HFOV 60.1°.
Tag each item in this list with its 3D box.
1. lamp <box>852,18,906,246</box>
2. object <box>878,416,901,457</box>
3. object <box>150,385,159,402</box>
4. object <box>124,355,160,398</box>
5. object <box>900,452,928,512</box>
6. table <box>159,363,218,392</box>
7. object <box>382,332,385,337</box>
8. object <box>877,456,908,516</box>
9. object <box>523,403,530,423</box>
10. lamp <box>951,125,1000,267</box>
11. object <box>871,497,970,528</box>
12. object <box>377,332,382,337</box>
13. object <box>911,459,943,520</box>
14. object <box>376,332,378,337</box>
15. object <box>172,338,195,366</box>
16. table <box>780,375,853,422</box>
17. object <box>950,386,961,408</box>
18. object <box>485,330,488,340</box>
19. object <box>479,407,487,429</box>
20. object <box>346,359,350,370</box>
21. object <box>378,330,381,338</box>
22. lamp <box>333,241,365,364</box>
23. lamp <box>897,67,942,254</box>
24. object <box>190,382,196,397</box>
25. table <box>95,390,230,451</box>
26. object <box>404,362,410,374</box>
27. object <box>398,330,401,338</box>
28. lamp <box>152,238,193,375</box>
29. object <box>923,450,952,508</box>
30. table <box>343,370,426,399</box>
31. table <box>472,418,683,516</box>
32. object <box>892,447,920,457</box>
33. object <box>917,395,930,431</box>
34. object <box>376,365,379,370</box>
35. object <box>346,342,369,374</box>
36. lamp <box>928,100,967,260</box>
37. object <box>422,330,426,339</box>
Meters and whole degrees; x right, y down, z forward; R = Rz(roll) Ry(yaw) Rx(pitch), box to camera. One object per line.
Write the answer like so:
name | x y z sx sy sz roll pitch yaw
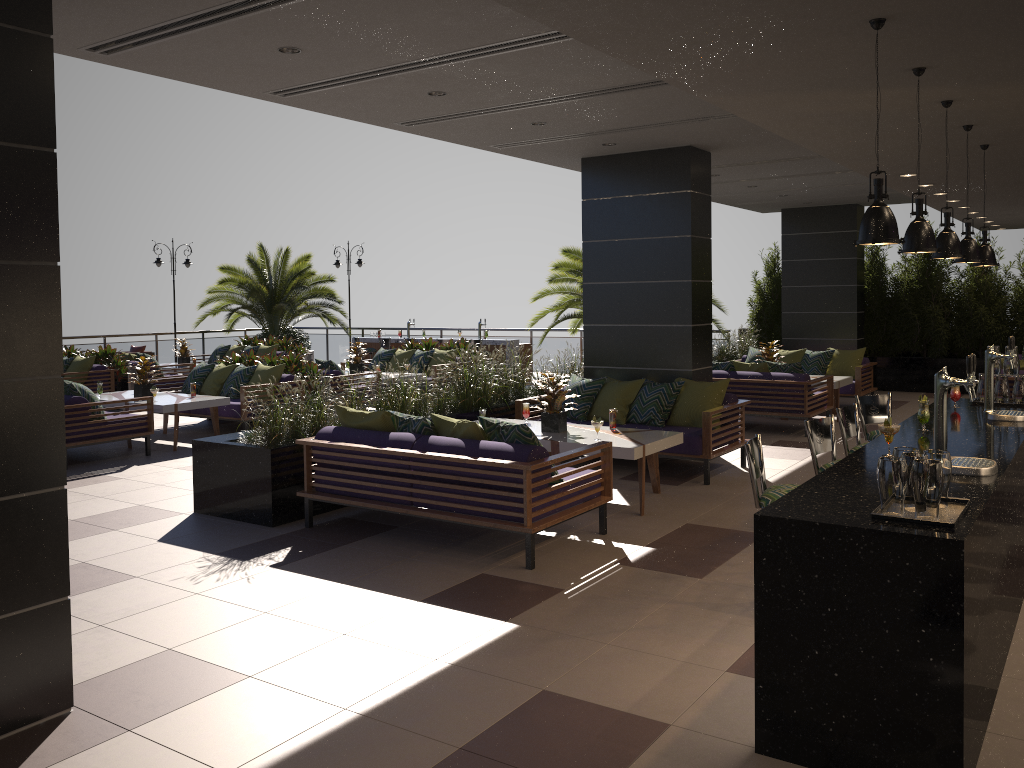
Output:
lamp | 1.415 -0.969 3.417 0.163 0.862 0.163 -1 2 -13
object | 1.886 0.262 4.427 0.106 0.197 0.106 -2 3 -28
object | -4.278 0.116 10.599 0.106 0.197 0.106 -2 3 -23
object | -4.626 -0.095 11.147 0.425 0.525 0.431 -3 4 -39
object | 1.501 0.367 3.303 0.105 0.208 0.105 1 3 39
table | -6.175 -0.069 16.837 2.038 0.552 0.944 3 6 34
object | -3.006 -1.102 20.665 0.105 0.208 0.105 0 3 9
object | 1.386 0.376 3.227 0.105 0.208 0.105 1 3 39
object | 0.135 0.272 8.357 0.069 0.181 0.069 0 2 17
lamp | 3.121 -1.230 5.939 0.192 0.862 1.083 1 4 34
object | 1.523 0.463 3.288 0.273 0.018 0.438 3 6 34
object | -3.076 -1.093 20.582 0.105 0.208 0.105 0 3 9
object | 1.486 0.380 3.169 0.105 0.208 0.105 1 3 39
object | -3.132 -1.103 20.692 0.105 0.208 0.105 0 3 9
object | -6.246 -0.605 16.804 0.425 0.525 0.431 -3 4 -29
table | 3.749 0.171 12.788 2.038 0.552 0.944 3 6 34
object | 3.160 0.074 6.311 0.069 0.181 0.069 -1 2 6
object | -0.528 -1.023 18.432 0.069 0.197 0.082 -2 3 -19
object | -0.261 0.308 7.869 0.069 0.211 0.069 0 2 17
object | -2.776 -0.322 15.021 0.082 0.197 0.069 -1 2 -14
object | -3.012 -1.142 20.111 0.067 0.189 0.085 -2 3 -31
lamp | -4.243 -2.077 23.120 1.122 3.320 0.264 1 2 34
lamp | 1.912 -1.045 4.151 0.163 0.862 0.163 -1 2 -13
object | -3.979 0.072 11.054 0.067 0.189 0.085 -2 3 -26
table | -4.604 0.440 11.185 2.038 0.552 0.944 3 6 34
object | -1.691 -0.267 14.273 0.106 0.197 0.106 -2 3 -23
object | -2.511 -1.113 19.777 0.069 0.181 0.069 -1 2 6
lamp | -8.155 -1.859 21.390 0.264 3.320 1.124 0 3 34
object | 1.611 0.360 3.360 0.105 0.208 0.105 1 3 39
table | -2.474 0.114 14.334 2.038 0.552 0.944 3 6 34
table | 0.367 0.690 7.789 2.038 0.552 0.944 3 6 34
object | 1.528 0.355 3.430 0.105 0.208 0.105 1 3 39
object | 2.440 0.170 5.246 0.069 0.211 0.069 0 2 17
object | -2.076 -0.203 13.734 0.069 0.181 0.069 0 2 22
object | -2.499 -0.421 14.283 0.431 0.525 0.425 -4 5 -44
lamp | 2.392 -1.118 4.862 0.163 0.862 0.163 -1 2 -13
object | -1.929 -1.099 19.383 0.069 0.211 0.069 0 2 17
